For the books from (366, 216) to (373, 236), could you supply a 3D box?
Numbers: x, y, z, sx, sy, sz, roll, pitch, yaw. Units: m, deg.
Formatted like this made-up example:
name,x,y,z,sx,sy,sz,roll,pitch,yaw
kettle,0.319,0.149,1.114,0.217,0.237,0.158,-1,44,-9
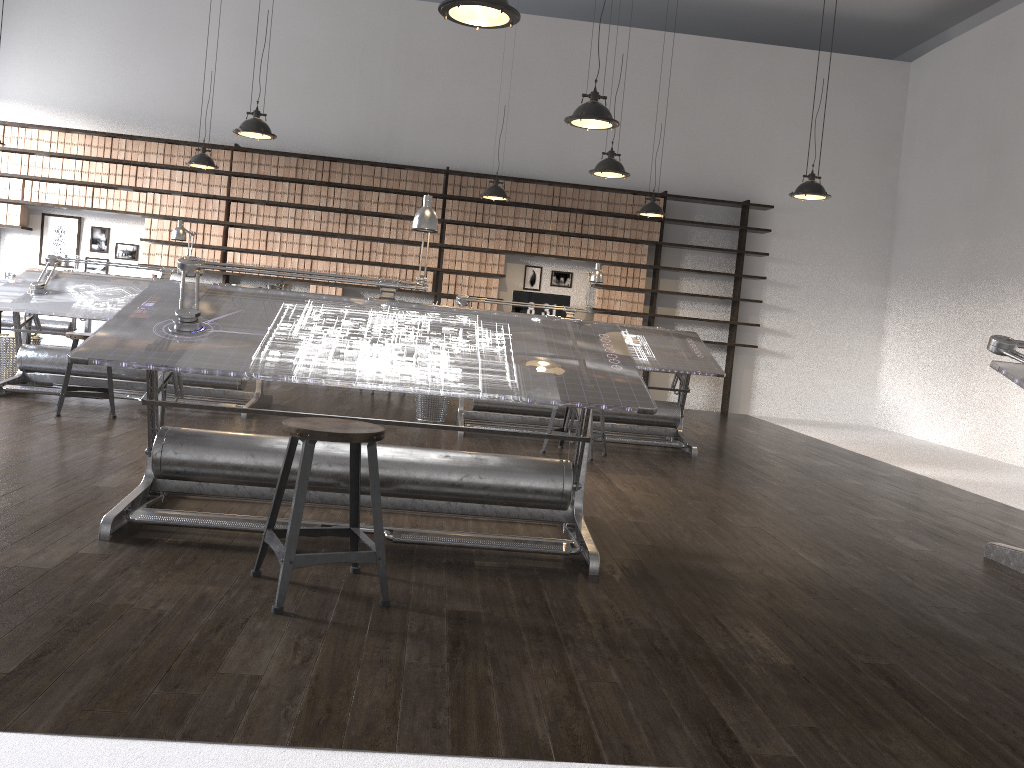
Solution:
name,x,y,z,sx,sy,sz,roll,pitch,yaw
books,-1.584,-1.747,9.877,0.066,0.225,0.175,5,3,-5

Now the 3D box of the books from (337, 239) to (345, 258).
name,x,y,z,sx,sy,sz,roll,pitch,yaw
books,-1.896,-1.497,9.853,0.066,0.225,0.175,5,3,-5

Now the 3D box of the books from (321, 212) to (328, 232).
name,x,y,z,sx,sy,sz,roll,pitch,yaw
books,-2.071,-1.790,9.829,0.067,0.225,0.175,5,3,-5

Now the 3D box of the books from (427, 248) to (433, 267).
name,x,y,z,sx,sy,sz,roll,pitch,yaw
books,-0.928,-1.410,9.943,0.066,0.225,0.175,5,3,-5

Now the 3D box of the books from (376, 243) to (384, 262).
name,x,y,z,sx,sy,sz,roll,pitch,yaw
books,-1.468,-1.459,9.892,0.066,0.225,0.175,5,3,-5

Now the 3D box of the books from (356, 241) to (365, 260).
name,x,y,z,sx,sy,sz,roll,pitch,yaw
books,-1.687,-1.479,9.878,0.066,0.225,0.175,5,3,-5

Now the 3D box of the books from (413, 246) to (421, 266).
name,x,y,z,sx,sy,sz,roll,pitch,yaw
books,-1.066,-1.422,9.926,0.067,0.225,0.175,5,3,-5

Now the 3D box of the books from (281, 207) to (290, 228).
name,x,y,z,sx,sy,sz,roll,pitch,yaw
books,-2.495,-1.829,9.796,0.066,0.225,0.175,5,3,-5

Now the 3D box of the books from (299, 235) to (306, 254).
name,x,y,z,sx,sy,sz,roll,pitch,yaw
books,-2.311,-1.535,9.823,0.066,0.225,0.175,5,3,-5

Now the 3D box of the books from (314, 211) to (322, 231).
name,x,y,z,sx,sy,sz,roll,pitch,yaw
books,-2.142,-1.797,9.823,0.066,0.225,0.175,5,3,-5

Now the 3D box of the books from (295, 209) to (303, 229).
name,x,y,z,sx,sy,sz,roll,pitch,yaw
books,-2.353,-1.816,9.810,0.066,0.225,0.175,5,3,-5

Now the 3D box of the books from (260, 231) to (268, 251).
name,x,y,z,sx,sy,sz,roll,pitch,yaw
books,-2.729,-1.572,9.784,0.067,0.225,0.175,5,3,-5

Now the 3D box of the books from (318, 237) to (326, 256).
name,x,y,z,sx,sy,sz,roll,pitch,yaw
books,-2.107,-1.516,9.841,0.066,0.225,0.175,5,3,-5

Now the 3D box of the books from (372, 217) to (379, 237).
name,x,y,z,sx,sy,sz,roll,pitch,yaw
books,-1.517,-1.741,9.876,0.067,0.225,0.175,5,3,-5

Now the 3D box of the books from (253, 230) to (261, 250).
name,x,y,z,sx,sy,sz,roll,pitch,yaw
books,-2.803,-1.579,9.783,0.066,0.225,0.175,5,3,-5

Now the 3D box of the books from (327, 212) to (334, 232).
name,x,y,z,sx,sy,sz,roll,pitch,yaw
books,-2.008,-1.785,9.839,0.066,0.225,0.175,5,3,-5

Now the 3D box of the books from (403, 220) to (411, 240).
name,x,y,z,sx,sy,sz,roll,pitch,yaw
books,-1.178,-1.711,9.912,0.066,0.225,0.175,5,3,-5

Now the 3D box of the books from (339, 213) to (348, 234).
name,x,y,z,sx,sy,sz,roll,pitch,yaw
books,-1.869,-1.773,9.847,0.067,0.225,0.175,5,3,-5

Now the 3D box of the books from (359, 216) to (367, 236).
name,x,y,z,sx,sy,sz,roll,pitch,yaw
books,-1.655,-1.754,9.871,0.066,0.225,0.175,5,3,-5

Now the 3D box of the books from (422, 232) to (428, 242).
name,x,y,z,sx,sy,sz,roll,pitch,yaw
books,-0.970,-1.691,9.923,0.067,0.225,0.175,5,3,-5

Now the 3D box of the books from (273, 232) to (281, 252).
name,x,y,z,sx,sy,sz,roll,pitch,yaw
books,-2.584,-1.559,9.797,0.066,0.225,0.175,5,3,-5

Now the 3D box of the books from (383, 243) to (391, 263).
name,x,y,z,sx,sy,sz,roll,pitch,yaw
books,-1.398,-1.453,9.902,0.066,0.225,0.175,5,3,-5

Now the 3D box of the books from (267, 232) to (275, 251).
name,x,y,z,sx,sy,sz,roll,pitch,yaw
books,-2.655,-1.566,9.795,0.066,0.225,0.175,5,3,-5

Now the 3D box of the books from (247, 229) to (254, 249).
name,x,y,z,sx,sy,sz,roll,pitch,yaw
books,-2.868,-1.585,9.775,0.066,0.225,0.175,5,3,-5

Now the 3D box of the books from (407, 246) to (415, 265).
name,x,y,z,sx,sy,sz,roll,pitch,yaw
books,-1.132,-1.428,9.922,0.066,0.225,0.175,5,3,-5

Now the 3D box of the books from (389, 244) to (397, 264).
name,x,y,z,sx,sy,sz,roll,pitch,yaw
books,-1.328,-1.446,9.908,0.066,0.225,0.175,5,3,-5

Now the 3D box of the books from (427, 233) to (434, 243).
name,x,y,z,sx,sy,sz,roll,pitch,yaw
books,-0.908,-1.686,9.932,0.066,0.225,0.175,5,3,-5

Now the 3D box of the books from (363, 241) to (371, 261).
name,x,y,z,sx,sy,sz,roll,pitch,yaw
books,-1.613,-1.472,9.879,0.067,0.225,0.175,5,3,-5

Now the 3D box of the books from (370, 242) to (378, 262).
name,x,y,z,sx,sy,sz,roll,pitch,yaw
books,-1.539,-1.465,9.891,0.066,0.225,0.175,5,3,-5

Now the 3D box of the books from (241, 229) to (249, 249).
name,x,y,z,sx,sy,sz,roll,pitch,yaw
books,-2.931,-1.590,9.765,0.067,0.225,0.175,5,3,-5

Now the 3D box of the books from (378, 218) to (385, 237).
name,x,y,z,sx,sy,sz,roll,pitch,yaw
books,-1.451,-1.735,9.887,0.066,0.225,0.175,5,3,-5

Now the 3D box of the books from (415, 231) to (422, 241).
name,x,y,z,sx,sy,sz,roll,pitch,yaw
books,-1.036,-1.697,9.917,0.066,0.225,0.175,5,3,-5

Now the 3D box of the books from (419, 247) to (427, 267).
name,x,y,z,sx,sy,sz,roll,pitch,yaw
books,-0.997,-1.416,9.936,0.066,0.225,0.175,5,3,-5

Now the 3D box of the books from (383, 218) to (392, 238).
name,x,y,z,sx,sy,sz,roll,pitch,yaw
books,-1.389,-1.729,9.890,0.066,0.225,0.175,5,3,-5

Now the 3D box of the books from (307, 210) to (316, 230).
name,x,y,z,sx,sy,sz,roll,pitch,yaw
books,-2.214,-1.804,9.820,0.066,0.225,0.175,5,3,-5

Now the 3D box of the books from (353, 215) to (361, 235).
name,x,y,z,sx,sy,sz,roll,pitch,yaw
books,-1.725,-1.760,9.860,0.066,0.225,0.175,5,3,-5

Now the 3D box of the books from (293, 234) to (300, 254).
name,x,y,z,sx,sy,sz,roll,pitch,yaw
books,-2.377,-1.540,9.813,0.067,0.225,0.175,5,3,-5

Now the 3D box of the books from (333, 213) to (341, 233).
name,x,y,z,sx,sy,sz,roll,pitch,yaw
books,-1.943,-1.780,9.847,0.066,0.225,0.175,5,3,-5

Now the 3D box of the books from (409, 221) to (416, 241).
name,x,y,z,sx,sy,sz,roll,pitch,yaw
books,-1.109,-1.704,9.914,0.066,0.225,0.175,5,3,-5

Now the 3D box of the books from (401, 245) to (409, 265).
name,x,y,z,sx,sy,sz,roll,pitch,yaw
books,-1.195,-1.434,9.918,0.066,0.225,0.175,5,3,-5

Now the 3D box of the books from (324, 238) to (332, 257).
name,x,y,z,sx,sy,sz,roll,pitch,yaw
books,-2.038,-1.510,9.849,0.066,0.225,0.175,5,3,-5

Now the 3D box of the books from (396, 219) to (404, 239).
name,x,y,z,sx,sy,sz,roll,pitch,yaw
books,-1.247,-1.717,9.905,0.066,0.225,0.175,5,3,-5

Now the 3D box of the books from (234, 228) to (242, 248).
name,x,y,z,sx,sy,sz,roll,pitch,yaw
books,-3.002,-1.597,9.759,0.066,0.225,0.175,5,3,-5

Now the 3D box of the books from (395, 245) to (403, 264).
name,x,y,z,sx,sy,sz,roll,pitch,yaw
books,-1.261,-1.440,9.908,0.067,0.225,0.175,5,3,-5

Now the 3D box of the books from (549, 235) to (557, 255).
name,x,y,z,sx,sy,sz,roll,pitch,yaw
books,0.463,-1.569,10.048,0.066,0.225,0.175,5,3,-5

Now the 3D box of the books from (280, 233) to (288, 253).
name,x,y,z,sx,sy,sz,roll,pitch,yaw
books,-2.515,-1.553,9.807,0.066,0.225,0.175,5,3,-5

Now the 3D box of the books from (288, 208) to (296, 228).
name,x,y,z,sx,sy,sz,roll,pitch,yaw
books,-2.422,-1.822,9.800,0.067,0.225,0.175,5,3,-5

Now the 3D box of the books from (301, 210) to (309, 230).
name,x,y,z,sx,sy,sz,roll,pitch,yaw
books,-2.284,-1.810,9.818,0.066,0.225,0.175,5,3,-5

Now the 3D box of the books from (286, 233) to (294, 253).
name,x,y,z,sx,sy,sz,roll,pitch,yaw
books,-2.444,-1.547,9.813,0.066,0.225,0.175,5,3,-5

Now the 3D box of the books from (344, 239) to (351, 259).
name,x,y,z,sx,sy,sz,roll,pitch,yaw
books,-1.824,-1.490,9.859,0.067,0.225,0.175,5,3,-5

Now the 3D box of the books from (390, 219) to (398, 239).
name,x,y,z,sx,sy,sz,roll,pitch,yaw
books,-1.317,-1.723,9.895,0.067,0.225,0.175,5,3,-5

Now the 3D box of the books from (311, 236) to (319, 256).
name,x,y,z,sx,sy,sz,roll,pitch,yaw
books,-2.176,-1.522,9.831,0.067,0.225,0.175,5,3,-5

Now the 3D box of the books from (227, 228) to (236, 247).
name,x,y,z,sx,sy,sz,roll,pitch,yaw
books,-3.074,-1.603,9.756,0.066,0.225,0.175,5,3,-5

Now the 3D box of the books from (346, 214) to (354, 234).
name,x,y,z,sx,sy,sz,roll,pitch,yaw
books,-1.796,-1.766,9.859,0.066,0.225,0.175,5,3,-5
